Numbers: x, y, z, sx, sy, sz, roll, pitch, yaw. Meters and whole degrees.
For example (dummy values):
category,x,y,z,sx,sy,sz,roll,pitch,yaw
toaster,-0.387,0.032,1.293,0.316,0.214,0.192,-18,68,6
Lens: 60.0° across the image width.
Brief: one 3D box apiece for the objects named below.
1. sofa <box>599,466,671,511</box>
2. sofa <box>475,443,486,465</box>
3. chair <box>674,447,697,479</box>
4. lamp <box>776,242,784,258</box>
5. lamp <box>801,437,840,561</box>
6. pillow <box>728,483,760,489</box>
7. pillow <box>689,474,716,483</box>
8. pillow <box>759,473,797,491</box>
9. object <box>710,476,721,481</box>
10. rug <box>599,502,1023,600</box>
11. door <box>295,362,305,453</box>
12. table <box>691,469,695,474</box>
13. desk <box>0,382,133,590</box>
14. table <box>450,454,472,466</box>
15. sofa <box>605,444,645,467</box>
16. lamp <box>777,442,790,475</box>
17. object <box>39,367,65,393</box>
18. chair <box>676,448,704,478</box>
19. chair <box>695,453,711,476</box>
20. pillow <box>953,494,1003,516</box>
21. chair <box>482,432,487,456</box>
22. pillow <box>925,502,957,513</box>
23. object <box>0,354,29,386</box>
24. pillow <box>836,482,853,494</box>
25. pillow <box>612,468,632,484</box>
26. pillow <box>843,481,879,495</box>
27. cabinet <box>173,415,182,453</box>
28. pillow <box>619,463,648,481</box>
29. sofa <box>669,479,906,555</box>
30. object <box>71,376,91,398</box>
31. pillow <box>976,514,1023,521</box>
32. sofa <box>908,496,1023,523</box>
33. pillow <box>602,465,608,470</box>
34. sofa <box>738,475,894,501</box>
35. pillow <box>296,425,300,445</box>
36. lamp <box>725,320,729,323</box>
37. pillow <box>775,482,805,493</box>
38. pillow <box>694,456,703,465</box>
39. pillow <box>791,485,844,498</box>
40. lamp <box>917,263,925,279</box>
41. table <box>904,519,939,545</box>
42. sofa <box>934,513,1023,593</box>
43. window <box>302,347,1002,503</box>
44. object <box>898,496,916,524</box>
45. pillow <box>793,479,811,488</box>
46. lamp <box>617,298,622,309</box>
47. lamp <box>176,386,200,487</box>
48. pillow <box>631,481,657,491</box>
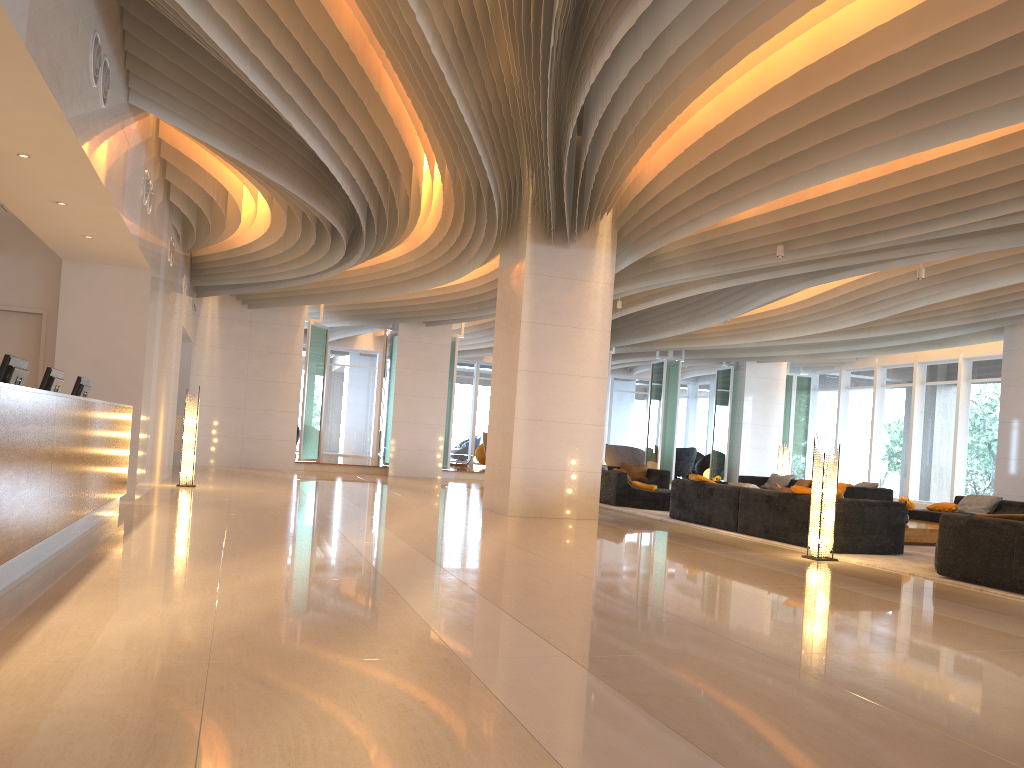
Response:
category,x,y,z,sx,sy,sz,roll,pitch,yaw
sofa,2.487,1.899,16.881,2.857,0.652,5.039,5,-4,-17
sofa,0.128,2.087,26.614,2.604,0.900,1.093,6,-3,-28
chair,5.011,2.403,27.127,1.115,1.004,1.548,1,-4,45
lamp,3.420,-2.347,11.153,0.090,1.504,0.088,4,-1,-27
lamp,3.072,1.130,8.742,0.253,1.197,0.247,4,-1,-18
pillow,3.076,1.479,11.496,0.425,0.376,0.581,5,-3,-15
pillow,2.749,1.453,12.324,0.546,0.377,0.641,4,-3,4
pillow,5.591,2.076,18.683,0.558,0.377,0.627,6,-4,-40
object,3.894,1.918,16.916,0.234,0.376,0.268,4,-2,14
rug,5.182,2.097,12.151,5.575,0.022,16.062,5,-4,-17
door,-6.569,0.718,27.143,1.476,2.768,0.059,4,-1,-19
table,6.298,2.961,29.000,1.088,0.318,0.813,5,-4,-11
desk,-3.394,0.564,5.811,0.908,1.048,6.605,5,-4,-17
table,-1.679,2.193,25.684,1.088,0.318,0.813,5,-4,-11
sofa,2.940,2.238,26.001,2.519,0.900,1.130,2,-3,32
lamp,6.036,1.948,19.750,0.253,1.449,0.247,4,-1,-18
object,-3.658,0.093,7.082,0.358,0.435,0.531,5,-3,-17
chair,5.959,2.659,29.970,1.523,1.004,1.134,4,-2,-5
chair,6.541,2.568,28.032,1.533,1.004,1.126,5,-3,-15
pillow,7.079,1.891,13.539,0.467,0.416,0.658,5,-3,-17
chair,-0.271,1.860,24.427,1.144,1.004,1.510,4,-3,-10
pillow,6.821,1.959,13.998,0.441,0.192,0.598,1,-4,37
object,-3.280,0.036,5.851,0.358,0.435,0.531,5,-3,-17
pillow,6.175,2.012,16.719,0.325,0.312,0.404,5,-3,-15
pillow,1.911,1.600,15.098,0.332,0.311,0.420,5,-3,-16
pillow,6.342,1.962,16.239,0.546,0.377,0.641,4,-3,4
cabinet,-6.342,0.870,16.023,0.565,0.661,1.495,5,-3,-17
pillow,2.640,1.912,19.235,0.637,0.377,0.550,4,-3,4
sofa,3.240,1.599,11.143,0.952,0.581,3.740,5,-4,-17
object,-4.057,0.153,8.378,0.358,0.435,0.531,5,-3,-17
pillow,4.242,1.258,7.398,0.401,0.391,0.600,5,-3,-15
sofa,7.093,1.968,12.704,1.368,0.582,4.100,5,-4,-18
pillow,1.873,1.869,18.959,0.412,0.312,0.319,5,-2,-16
sofa,5.824,2.199,17.415,0.952,0.581,3.740,5,-4,-17
pillow,-5.874,1.266,21.293,1.537,1.004,1.123,5,-3,-20
lamp,4.117,-1.919,16.797,0.088,1.504,0.090,4,-1,27
pillow,3.381,1.395,10.512,0.448,0.409,0.596,5,-3,-16
pillow,6.314,2.596,30.058,0.501,0.408,0.467,3,-3,10
pillow,3.500,1.339,9.880,0.558,0.377,0.627,6,-4,-40
lamp,5.515,-2.156,11.869,0.091,1.504,0.087,5,-1,-45
table,5.283,1.970,11.846,1.619,0.220,1.585,5,-4,-18
sofa,4.544,1.447,7.518,1.370,0.576,2.231,5,-4,-17
window,8.759,0.719,15.462,53.481,3.216,22.590,1,-5,37
object,5.185,1.655,11.706,0.235,0.376,0.267,4,-2,4
pillow,5.818,2.065,17.880,0.326,0.312,0.403,5,-3,-20
lamp,1.991,-2.113,16.079,0.088,1.504,0.090,4,-1,27
lamp,-4.628,0.747,12.740,0.253,1.449,0.247,4,-1,-18
pillow,2.221,1.709,14.878,0.406,0.135,0.421,3,-4,16
